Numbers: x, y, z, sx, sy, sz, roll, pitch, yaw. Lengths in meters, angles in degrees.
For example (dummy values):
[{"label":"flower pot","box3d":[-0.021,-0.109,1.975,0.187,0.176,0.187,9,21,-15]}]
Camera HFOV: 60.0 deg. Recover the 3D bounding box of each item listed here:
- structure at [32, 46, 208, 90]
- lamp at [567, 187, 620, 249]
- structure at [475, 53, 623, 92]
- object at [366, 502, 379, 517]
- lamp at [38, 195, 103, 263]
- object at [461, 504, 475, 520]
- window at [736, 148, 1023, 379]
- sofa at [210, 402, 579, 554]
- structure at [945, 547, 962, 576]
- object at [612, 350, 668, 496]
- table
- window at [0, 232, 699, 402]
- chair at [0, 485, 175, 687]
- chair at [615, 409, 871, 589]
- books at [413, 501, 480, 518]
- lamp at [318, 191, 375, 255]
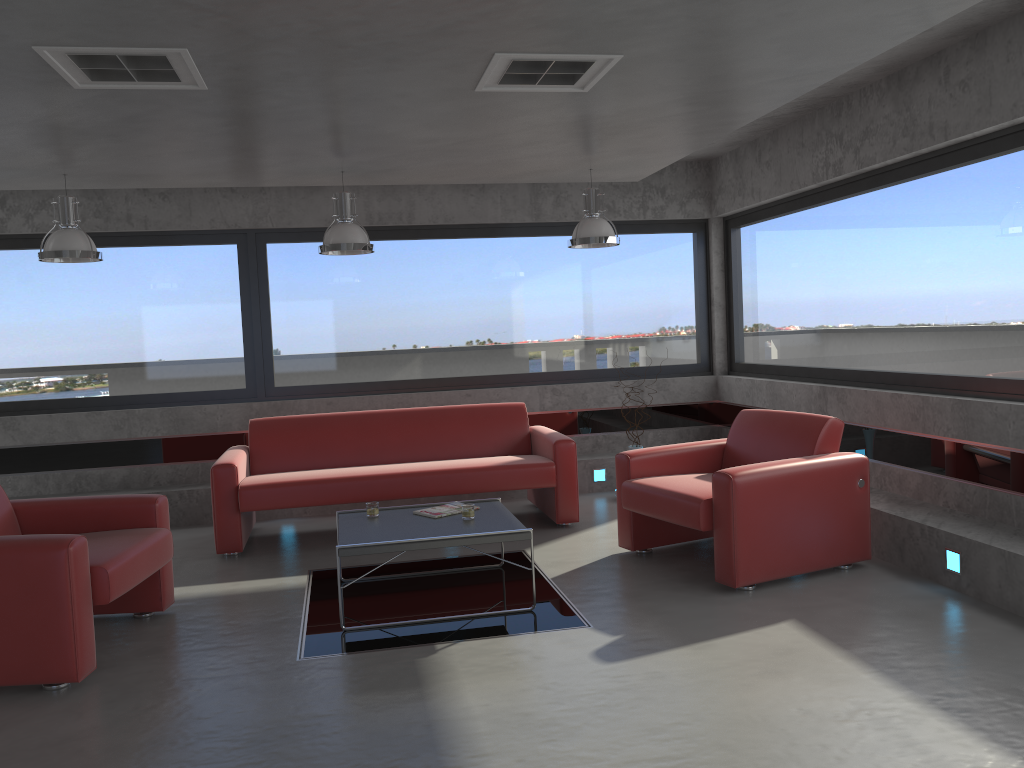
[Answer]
[{"label":"structure","box3d":[-1.609,-1.426,3.691,0.563,0.240,0.563,-3,3,-11]},{"label":"lamp","box3d":[0.596,-1.233,6.552,0.389,0.422,0.388,-4,4,-22]},{"label":"structure","box3d":[0.145,-1.527,4.031,0.563,0.240,0.563,-3,3,-11]},{"label":"object","box3d":[-0.827,0.745,5.263,0.079,0.077,0.079,-4,4,-28]},{"label":"lamp","box3d":[-2.933,-1.030,5.869,0.388,0.422,0.389,-3,3,-11]},{"label":"object","box3d":[-0.250,0.729,5.071,0.079,0.077,0.079,-3,3,-3]},{"label":"window","box3d":[2.555,-0.732,6.179,0.003,1.364,4.583,-3,3,-11]},{"label":"sofa","box3d":[-0.877,0.652,6.787,2.626,0.854,1.120,-3,3,-11]},{"label":"structure","box3d":[2.346,0.943,4.714,0.004,0.123,0.123,-3,3,-11]},{"label":"object","box3d":[1.080,0.335,7.574,0.466,1.289,0.531,-3,3,2]},{"label":"table","box3d":[-0.471,0.986,5.043,1.018,0.436,0.994,-3,3,-11]},{"label":"window","box3d":[-2.007,-0.621,7.819,7.800,1.364,0.003,-3,3,-11]},{"label":"chair","box3d":[-2.378,0.863,4.398,1.130,0.854,1.196,-3,3,-1]},{"label":"chair","box3d":[1.351,0.628,5.475,1.130,0.854,1.196,-4,4,-26]},{"label":"books","box3d":[-0.392,0.750,5.300,0.326,0.022,0.228,-6,5,-41]},{"label":"lamp","box3d":[-1.168,-1.131,6.211,0.388,0.422,0.389,-3,3,-11]}]
